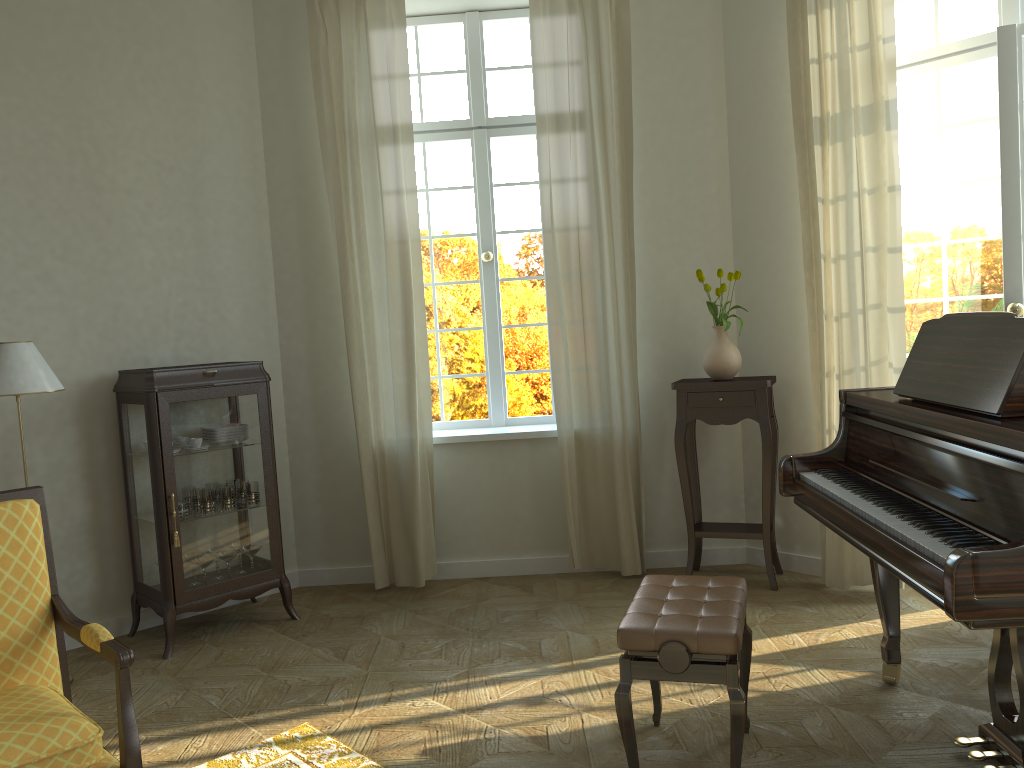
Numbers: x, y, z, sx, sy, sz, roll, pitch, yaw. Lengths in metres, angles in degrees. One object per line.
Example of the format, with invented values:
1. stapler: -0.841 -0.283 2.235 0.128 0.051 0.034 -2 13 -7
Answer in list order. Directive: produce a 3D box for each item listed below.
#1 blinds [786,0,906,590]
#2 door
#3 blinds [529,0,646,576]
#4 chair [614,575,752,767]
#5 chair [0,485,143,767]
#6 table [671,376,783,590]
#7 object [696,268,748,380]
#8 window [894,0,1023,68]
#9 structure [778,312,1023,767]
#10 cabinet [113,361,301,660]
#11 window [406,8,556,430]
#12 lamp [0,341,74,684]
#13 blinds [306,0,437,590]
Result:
1. blinds: 1.703 -0.626 4.466 0.552 3.386 0.159 0 5 44
2. door: 2.354 -0.285 4.216 0.425 2.690 1.385 -7 5 -42
3. blinds: 0.469 -0.587 5.018 0.552 3.381 0.159 -3 4 5
4. chair: 0.585 0.981 2.921 0.385 0.563 0.638 -2 4 17
5. chair: -1.672 0.914 2.074 1.389 1.083 0.680 -7 5 -43
6. table: 1.197 0.530 4.896 0.522 1.114 0.344 -2 4 22
7. object: 1.139 -0.328 4.838 0.264 0.609 0.242 -5 4 -18
8. window: 2.381 -2.000 4.229 0.055 0.680 1.380 -7 5 -43
9. structure: 1.956 0.467 2.727 1.856 1.439 1.514 -3 4 2
10. cabinet: -1.606 0.596 4.620 0.733 1.386 0.542 -7 5 -43
11. window: -0.162 -0.992 5.452 1.400 2.550 0.181 -3 4 2
12. lamp: -2.148 0.588 3.950 0.380 1.552 0.381 -7 5 -38
13. blinds: -0.774 -0.511 5.018 0.554 3.385 0.162 -3 4 8
